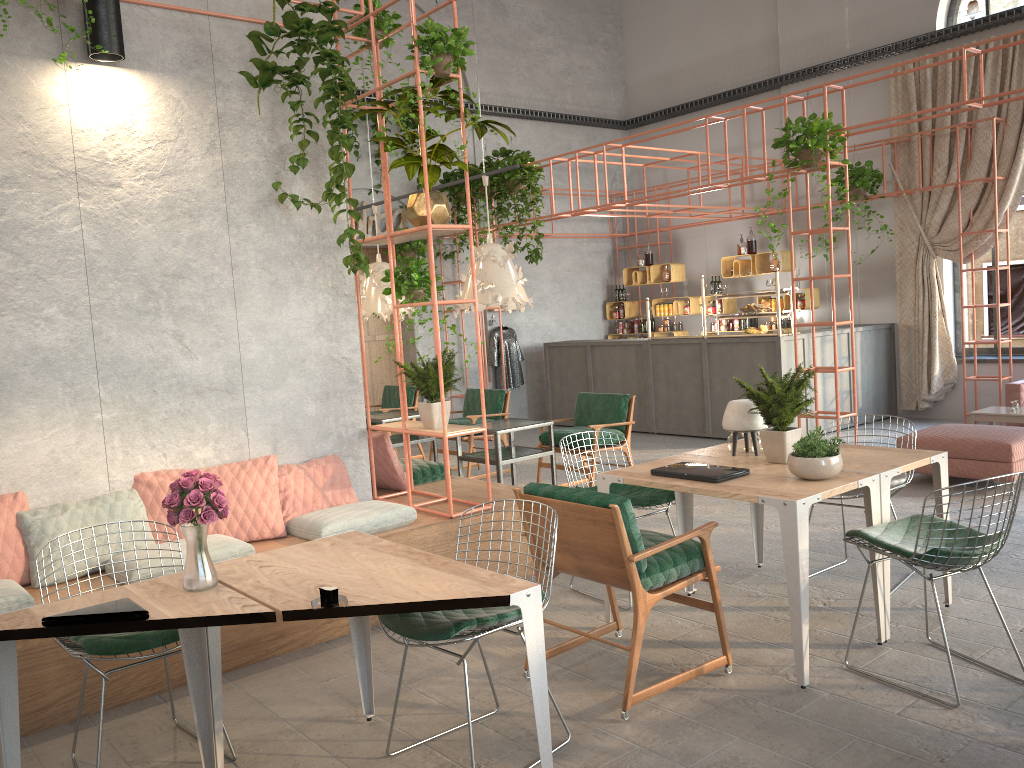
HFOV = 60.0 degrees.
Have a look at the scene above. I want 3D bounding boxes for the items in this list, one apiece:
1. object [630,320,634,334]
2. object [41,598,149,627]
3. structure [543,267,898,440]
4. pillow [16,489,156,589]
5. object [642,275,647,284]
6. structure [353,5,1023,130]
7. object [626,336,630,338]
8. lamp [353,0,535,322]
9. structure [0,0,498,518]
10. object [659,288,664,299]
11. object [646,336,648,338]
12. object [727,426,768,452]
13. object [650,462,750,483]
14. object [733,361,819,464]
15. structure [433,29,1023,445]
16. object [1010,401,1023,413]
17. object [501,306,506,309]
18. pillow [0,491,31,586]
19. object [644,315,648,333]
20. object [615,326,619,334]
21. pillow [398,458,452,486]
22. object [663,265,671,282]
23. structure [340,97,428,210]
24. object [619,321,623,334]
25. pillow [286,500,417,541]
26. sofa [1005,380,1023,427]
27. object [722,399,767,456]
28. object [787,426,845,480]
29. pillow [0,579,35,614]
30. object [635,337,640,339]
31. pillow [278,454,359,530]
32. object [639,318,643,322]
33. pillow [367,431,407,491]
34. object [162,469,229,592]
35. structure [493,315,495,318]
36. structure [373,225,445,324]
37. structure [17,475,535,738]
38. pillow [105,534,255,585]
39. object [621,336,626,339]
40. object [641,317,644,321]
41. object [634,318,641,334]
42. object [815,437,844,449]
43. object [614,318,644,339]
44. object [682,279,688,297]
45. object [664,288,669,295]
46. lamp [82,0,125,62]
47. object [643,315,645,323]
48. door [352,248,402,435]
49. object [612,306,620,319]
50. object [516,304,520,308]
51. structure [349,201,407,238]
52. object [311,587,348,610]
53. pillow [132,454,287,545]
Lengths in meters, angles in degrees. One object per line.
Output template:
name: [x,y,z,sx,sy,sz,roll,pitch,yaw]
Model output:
object: [1.922,-0.913,14.167,0.073,0.219,0.105,-7,5,-33]
object: [-1.236,0.735,2.685,0.268,0.031,0.427,-8,6,-39]
structure: [2.757,-0.481,12.412,2.579,2.022,4.057,-8,6,-39]
pillow: [-2.265,0.814,4.761,0.666,0.385,0.289,-8,6,-43]
object: [2.099,-1.634,13.892,0.123,0.142,0.141,-8,6,-39]
structure: [0.844,-3.390,4.337,15.603,0.110,15.203,-8,6,-39]
object: [1.895,-0.666,14.482,0.074,0.243,0.254,-5,5,-9]
lamp: [-1.418,-2.614,8.599,0.704,4.052,4.456,-8,6,-39]
structure: [-1.950,-0.894,4.536,4.501,4.345,14.096,-8,6,-40]
object: [2.311,-1.395,13.643,0.083,0.159,0.083,-7,5,-30]
object: [2.136,-0.731,13.959,0.058,0.059,0.058,-3,5,6]
object: [1.352,0.302,5.084,0.210,0.154,0.165,0,6,40]
object: [0.941,0.442,4.458,0.268,0.031,0.427,-8,6,-39]
object: [1.398,0.147,4.616,0.438,0.527,0.368,-8,6,-39]
structure: [4.919,-1.093,8.087,4.157,4.247,14.689,-8,6,-39]
object: [4.803,0.243,8.442,0.199,0.145,0.156,-6,5,-24]
object: [-0.139,-1.222,13.156,0.081,0.204,0.081,-8,6,-39]
pillow: [-2.777,0.832,4.370,0.276,0.474,0.839,0,6,41]
object: [2.109,-0.946,13.943,0.066,0.291,0.066,-1,6,35]
object: [1.719,-0.876,14.424,0.073,0.131,0.073,-5,5,-14]
pillow: [-0.832,0.686,6.857,0.491,0.149,0.637,-8,6,-38]
object: [2.383,-1.693,13.633,0.137,0.261,0.137,-4,5,-3]
structure: [-1.948,-3.006,11.616,0.856,1.514,1.939,1,6,45]
object: [1.762,-0.912,14.347,0.070,0.209,0.070,0,6,41]
pillow: [-0.960,0.819,5.308,0.637,0.149,0.491,-8,6,-38]
sofa: [5.804,0.326,8.297,1.960,0.672,2.219,-8,6,-39]
object: [1.295,0.247,4.933,0.241,0.313,0.241,-3,5,6]
object: [1.426,0.323,4.186,0.248,0.247,0.254,-8,6,-39]
pillow: [-2.554,1.033,4.011,0.637,0.149,0.491,-8,6,-38]
object: [2.007,-0.633,14.119,0.094,0.219,0.094,-4,5,-6]
pillow: [-1.276,0.681,5.565,0.666,0.385,0.289,-8,6,-43]
object: [2.050,-0.934,14.130,0.072,0.248,0.094,-8,6,-39]
pillow: [-1.103,0.548,6.493,0.839,0.474,0.276,0,6,41]
object: [-1.082,0.502,3.063,0.225,0.414,0.213,0,6,43]
structure: [-0.263,-0.999,13.142,0.066,0.044,0.019,-8,6,-39]
structure: [-1.510,-1.611,12.269,0.950,1.527,0.921,-8,6,-40]
structure: [-3.207,1.151,6.826,4.386,0.500,5.831,-8,6,-39]
pillow: [-1.745,0.925,4.669,0.637,0.149,0.491,-8,6,-38]
object: [1.832,-0.667,14.544,0.074,0.243,0.254,-5,5,-9]
object: [2.102,-0.942,14.179,0.072,0.248,0.094,-8,6,-39]
object: [1.993,-0.927,14.086,0.072,0.248,0.094,-8,6,-39]
object: [1.755,0.334,4.990,0.218,0.041,0.218,-7,5,-31]
object: [1.876,-0.791,14.267,0.084,0.529,0.711,-7,6,-36]
object: [2.627,-1.458,13.443,0.075,0.273,0.075,-3,5,17]
object: [2.369,-1.394,13.573,0.083,0.159,0.083,-7,5,-30]
lamp: [-2.226,-2.465,4.713,0.179,1.425,0.185,-8,6,-39]
object: [2.116,-0.954,14.063,0.074,0.287,0.072,-5,5,-7]
door: [-2.279,-0.510,12.471,1.360,2.729,0.551,-8,6,-39]
object: [1.702,-1.157,14.425,0.131,0.207,0.131,-3,5,6]
object: [0.028,-1.212,13.293,0.219,0.149,0.129,-8,6,-39]
structure: [-1.962,-2.174,11.762,1.312,0.505,0.063,-8,6,-39]
object: [-0.571,0.663,2.764,0.115,0.078,0.115,-7,5,-33]
pillow: [-1.762,0.700,5.141,0.839,0.474,0.276,-6,5,-19]
